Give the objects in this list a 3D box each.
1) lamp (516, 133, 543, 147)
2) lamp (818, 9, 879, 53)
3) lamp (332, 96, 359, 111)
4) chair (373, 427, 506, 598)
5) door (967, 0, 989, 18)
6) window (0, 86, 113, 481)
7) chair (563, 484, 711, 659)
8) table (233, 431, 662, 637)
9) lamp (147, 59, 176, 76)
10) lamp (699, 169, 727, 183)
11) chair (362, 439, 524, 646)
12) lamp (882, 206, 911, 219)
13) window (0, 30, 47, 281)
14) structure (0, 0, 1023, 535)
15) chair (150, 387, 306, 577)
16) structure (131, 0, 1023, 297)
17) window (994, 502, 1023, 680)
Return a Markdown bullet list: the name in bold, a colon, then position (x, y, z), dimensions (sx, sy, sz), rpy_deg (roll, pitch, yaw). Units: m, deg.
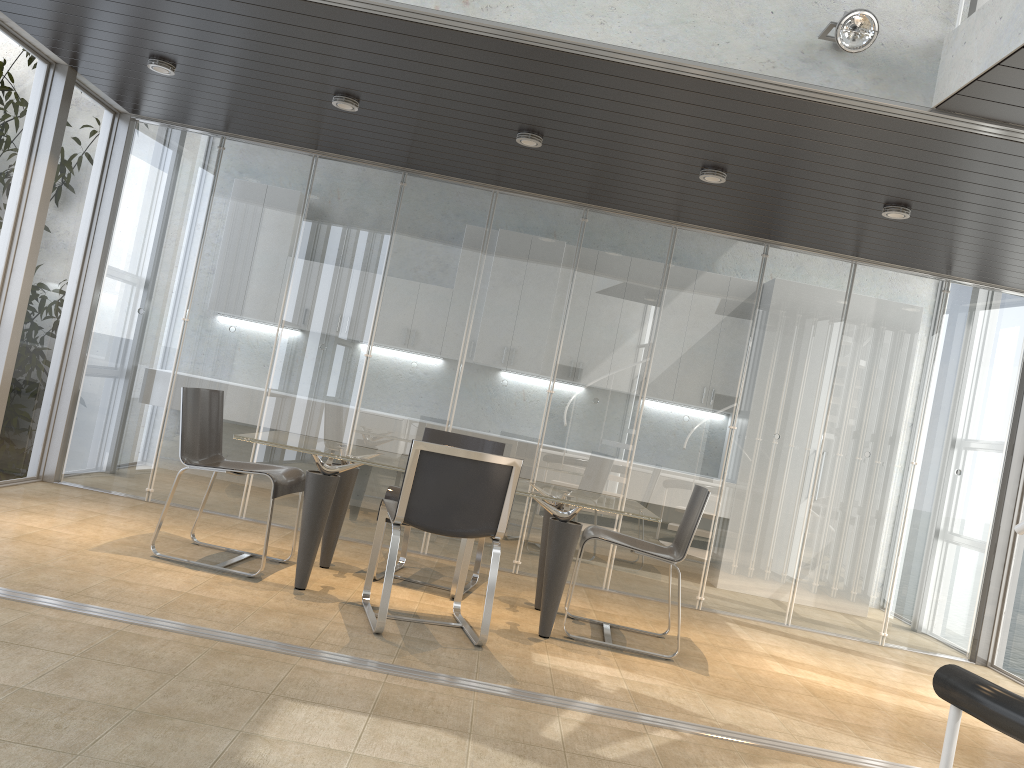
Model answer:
- **lamp**: position (0.099, -1.397, 5.074), dimensions (0.149, 0.038, 0.149), rpy_deg (11, -2, 15)
- **lamp**: position (1.348, -1.383, 3.538), dimensions (0.197, 0.154, 0.254), rpy_deg (11, -2, 0)
- **lamp**: position (-0.951, -1.604, 5.071), dimensions (0.149, 0.038, 0.149), rpy_deg (11, -2, 15)
- **chair**: position (-0.442, 0.768, 5.471), dimensions (0.546, 0.922, 0.660), rpy_deg (11, -2, 10)
- **door**: position (2.462, -2.370, 3.757), dimensions (0.800, 2.100, 0.100), rpy_deg (11, -2, 0)
- **window**: position (-3.119, -0.652, 5.949), dimensions (0.010, 2.645, 0.741), rpy_deg (11, -2, 0)
- **chair**: position (0.692, 0.978, 5.003), dimensions (0.660, 0.922, 0.546), rpy_deg (11, -2, 5)
- **table**: position (-0.406, 0.851, 5.010), dimensions (2.250, 0.733, 0.900), rpy_deg (11, -2, 0)
- **lamp**: position (-2.002, -1.811, 5.068), dimensions (0.149, 0.038, 0.149), rpy_deg (11, -2, 15)
- **lamp**: position (1.150, -1.189, 5.077), dimensions (0.149, 0.038, 0.149), rpy_deg (11, -2, 15)
- **chair**: position (-0.368, 0.752, 4.434), dimensions (0.546, 0.922, 0.660), rpy_deg (12, -2, -15)
- **lamp**: position (2.201, -0.982, 5.080), dimensions (0.149, 0.038, 0.149), rpy_deg (11, -2, 15)
- **window**: position (-3.112, -0.677, 5.036), dimensions (0.010, 2.645, 0.741), rpy_deg (11, -2, 0)
- **structure**: position (0.129, 0.844, 3.840), dimensions (6.700, 6.900, 4.916), rpy_deg (11, -2, 0)
- **chair**: position (-1.548, 0.536, 5.002), dimensions (0.660, 0.922, 0.546), rpy_deg (11, -2, 5)
- **structure**: position (-0.728, -2.316, 1.229), dimensions (9.817, 6.605, 10.665), rpy_deg (11, -2, -1)
- **window**: position (3.689, 0.691, 5.969), dimensions (0.010, 2.646, 0.742), rpy_deg (11, -2, 0)
